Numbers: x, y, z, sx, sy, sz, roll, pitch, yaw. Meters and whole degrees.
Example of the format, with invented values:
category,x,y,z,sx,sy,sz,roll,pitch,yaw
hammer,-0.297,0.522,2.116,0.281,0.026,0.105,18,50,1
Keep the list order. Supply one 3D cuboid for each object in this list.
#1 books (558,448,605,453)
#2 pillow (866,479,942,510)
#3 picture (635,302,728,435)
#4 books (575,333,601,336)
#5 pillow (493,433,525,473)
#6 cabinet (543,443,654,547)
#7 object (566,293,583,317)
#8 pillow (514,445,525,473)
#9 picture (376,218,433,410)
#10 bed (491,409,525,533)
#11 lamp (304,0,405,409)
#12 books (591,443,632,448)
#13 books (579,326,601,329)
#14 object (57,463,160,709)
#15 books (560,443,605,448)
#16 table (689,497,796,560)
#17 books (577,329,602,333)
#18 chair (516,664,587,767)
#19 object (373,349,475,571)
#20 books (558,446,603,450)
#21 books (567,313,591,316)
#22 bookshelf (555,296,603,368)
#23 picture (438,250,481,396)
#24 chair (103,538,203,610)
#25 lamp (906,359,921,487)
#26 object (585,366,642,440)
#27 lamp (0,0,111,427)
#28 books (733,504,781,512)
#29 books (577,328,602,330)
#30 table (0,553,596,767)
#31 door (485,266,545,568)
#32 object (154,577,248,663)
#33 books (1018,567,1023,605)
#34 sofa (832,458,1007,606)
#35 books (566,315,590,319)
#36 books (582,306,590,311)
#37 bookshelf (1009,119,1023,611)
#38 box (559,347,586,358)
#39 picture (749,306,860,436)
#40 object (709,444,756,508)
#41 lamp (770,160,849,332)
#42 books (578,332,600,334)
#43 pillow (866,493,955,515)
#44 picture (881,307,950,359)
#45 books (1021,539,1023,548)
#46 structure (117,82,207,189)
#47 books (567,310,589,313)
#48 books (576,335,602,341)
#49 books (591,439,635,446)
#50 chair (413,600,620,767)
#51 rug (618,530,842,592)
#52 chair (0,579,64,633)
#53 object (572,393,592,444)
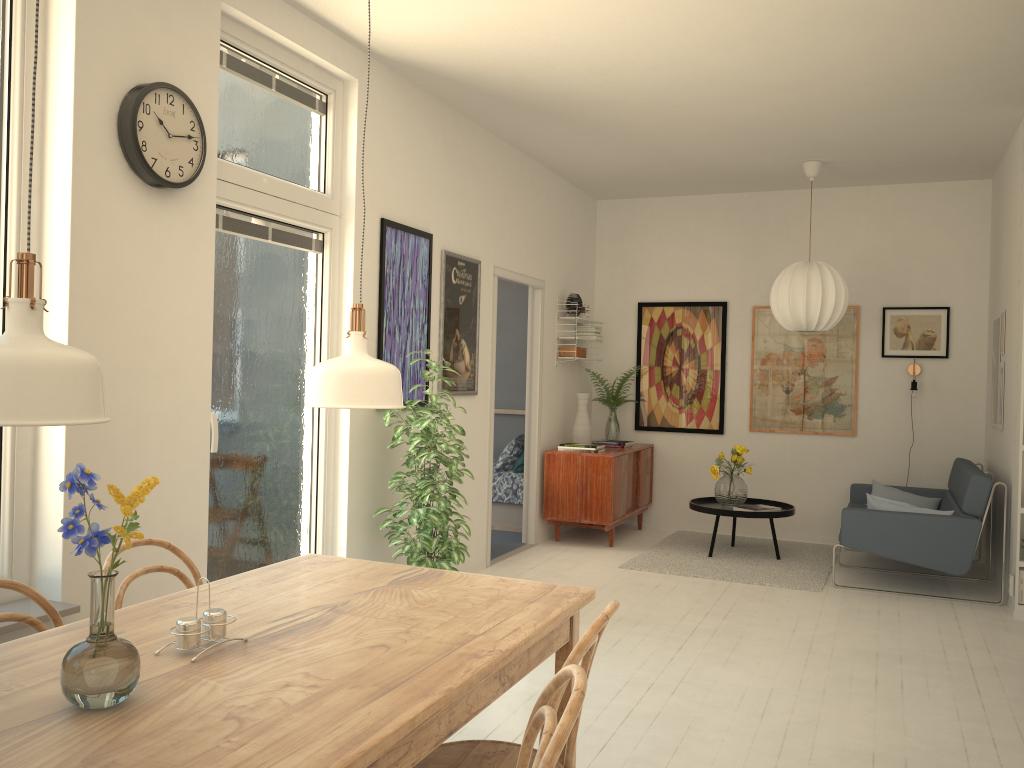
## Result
category,x,y,z,sx,sy,sz,roll,pitch,yaw
books,0.543,0.508,6.876,0.320,0.020,0.237,2,1,19
pillow,2.970,0.878,6.731,0.540,0.277,0.157,2,0,24
picture,1.462,-0.145,7.706,0.778,1.134,0.018,2,0,23
books,0.654,-0.421,7.592,0.168,0.021,0.197,2,1,25
pillow,0.014,0.589,7.603,0.237,0.338,0.437,2,0,21
cabinet,0.739,0.883,7.303,0.546,0.727,1.262,2,1,23
object,0.502,-0.633,7.160,0.139,0.200,0.139,1,0,-23
pillow,0.240,0.605,7.736,0.237,0.385,0.767,2,1,21
picture,-0.583,-0.365,4.868,0.018,0.999,0.546,2,0,23
bed,-0.397,0.720,7.964,1.656,0.974,0.933,2,0,23
lamp,-0.342,-0.744,2.051,0.229,1.596,0.229,1,0,-32
books,0.797,0.508,7.439,0.371,0.022,0.259,2,1,23
books,0.669,-0.485,7.593,0.147,0.016,0.195,2,1,20
object,-0.663,0.322,1.436,0.144,0.388,0.206,1,0,-15
books,0.546,0.477,6.875,0.311,0.015,0.192,2,1,26
table,1.700,1.082,6.586,0.761,0.386,0.761,2,1,39
books,0.658,-0.454,7.592,0.173,0.023,0.190,2,1,22
chair,-0.130,0.866,1.443,0.483,0.810,0.385,2,0,5
object,-0.438,0.535,4.518,0.514,1.424,0.569,1,0,-24
books,0.535,0.492,6.879,0.296,0.015,0.240,2,1,22
books,0.553,-0.572,7.314,0.158,0.019,0.131,2,1,25
bookshelf,0.573,-0.421,7.395,0.184,0.565,0.695,2,0,23
picture,-0.318,-0.362,5.496,0.020,0.869,0.525,2,0,23
chair,-0.830,0.838,2.349,0.483,0.810,0.385,2,0,25
lamp,3.005,0.506,6.982,0.360,1.416,0.112,2,0,23
object,0.902,0.176,7.721,0.476,0.686,0.398,2,0,25
lamp,-0.676,-0.744,1.260,0.229,1.596,0.229,1,0,-21
books,1.786,0.913,6.456,0.289,0.031,0.200,1,1,-33
books,0.664,-0.471,7.597,0.153,0.013,0.197,2,1,25
table,-0.552,0.892,1.649,0.894,0.749,1.797,2,1,23
door,-0.365,0.209,6.561,0.882,2.033,0.955,2,0,23
object,-0.602,0.446,1.729,0.095,0.138,0.155,2,0,23
books,2.937,1.161,5.128,0.039,0.199,0.185,2,0,23
sofa,2.775,0.926,6.129,0.964,0.773,1.603,2,1,23
books,0.545,-0.548,7.316,0.159,0.028,0.147,2,1,20
books,0.552,-0.623,7.302,0.178,0.036,0.145,2,1,16
bookshelf,3.271,-0.112,5.011,0.710,2.900,0.249,2,0,23
box,0.495,-0.256,7.233,0.152,0.084,0.266,2,1,23
picture,2.402,-0.116,7.313,0.838,1.052,0.012,2,0,23
object,1.637,0.687,6.648,0.361,0.471,0.291,1,0,-29
lamp,2.160,-0.993,6.426,0.536,1.229,0.536,1,0,-33
books,0.660,-0.437,7.607,0.147,0.012,0.195,2,1,20
pillow,2.469,0.868,5.557,0.533,0.353,0.141,2,0,23
picture,3.177,-0.405,6.986,0.481,0.402,0.015,2,0,23
books,3.085,0.926,5.066,0.297,0.039,0.165,2,1,18
structure,-1.248,-0.892,3.194,0.074,0.371,0.371,2,0,23
books,0.542,-0.594,7.312,0.155,0.024,0.136,2,1,16
books,0.662,-0.392,7.597,0.179,0.037,0.190,2,1,22
books,0.813,0.488,7.439,0.368,0.020,0.255,2,1,25
chair,-0.020,0.864,1.942,0.483,0.810,0.385,2,0,20
rug,1.672,1.274,6.550,1.304,0.012,1.661,2,1,25
chair,-0.956,0.840,1.857,0.483,0.810,0.385,2,0,20
object,0.569,0.294,7.167,0.158,0.445,0.160,1,0,-27
